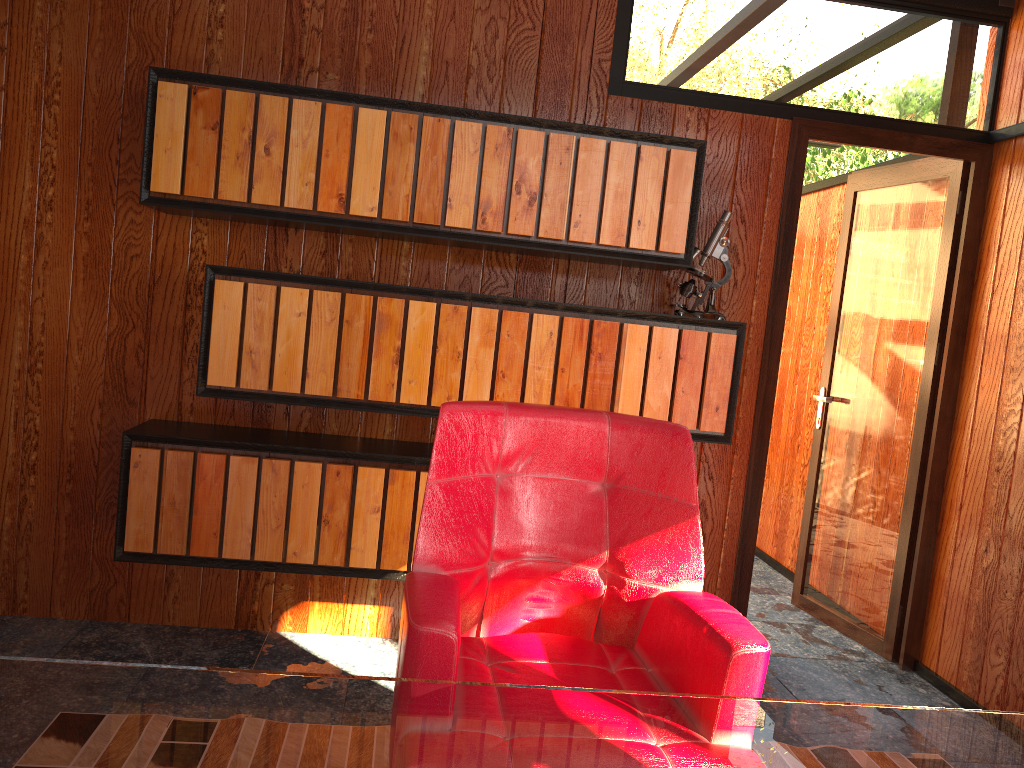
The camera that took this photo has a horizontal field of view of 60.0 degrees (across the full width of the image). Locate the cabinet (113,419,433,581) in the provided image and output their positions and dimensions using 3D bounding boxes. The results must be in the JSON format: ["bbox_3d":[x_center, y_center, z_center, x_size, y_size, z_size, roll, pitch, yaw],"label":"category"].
[{"bbox_3d":[-0.365,0.400,2.862,1.653,0.390,0.321,6,5,-7],"label":"cabinet"}]

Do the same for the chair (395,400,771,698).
[{"bbox_3d":[0.084,0.553,1.752,0.621,0.956,0.839,6,5,-7],"label":"chair"}]

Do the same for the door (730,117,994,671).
[{"bbox_3d":[1.193,0.055,3.530,0.751,1.955,0.734,6,5,-7],"label":"door"}]

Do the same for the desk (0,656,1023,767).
[{"bbox_3d":[0.072,0.793,0.717,1.900,0.632,1.150,6,5,-7],"label":"desk"}]

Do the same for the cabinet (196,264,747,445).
[{"bbox_3d":[-0.114,-0.091,2.845,1.653,0.390,0.321,6,5,-7],"label":"cabinet"}]

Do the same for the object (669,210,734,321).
[{"bbox_3d":[0.620,-0.389,2.860,0.181,0.354,0.142,9,5,29],"label":"object"}]

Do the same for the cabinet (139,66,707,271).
[{"bbox_3d":[-0.253,-0.646,2.779,1.653,0.390,0.321,6,5,-7],"label":"cabinet"}]
